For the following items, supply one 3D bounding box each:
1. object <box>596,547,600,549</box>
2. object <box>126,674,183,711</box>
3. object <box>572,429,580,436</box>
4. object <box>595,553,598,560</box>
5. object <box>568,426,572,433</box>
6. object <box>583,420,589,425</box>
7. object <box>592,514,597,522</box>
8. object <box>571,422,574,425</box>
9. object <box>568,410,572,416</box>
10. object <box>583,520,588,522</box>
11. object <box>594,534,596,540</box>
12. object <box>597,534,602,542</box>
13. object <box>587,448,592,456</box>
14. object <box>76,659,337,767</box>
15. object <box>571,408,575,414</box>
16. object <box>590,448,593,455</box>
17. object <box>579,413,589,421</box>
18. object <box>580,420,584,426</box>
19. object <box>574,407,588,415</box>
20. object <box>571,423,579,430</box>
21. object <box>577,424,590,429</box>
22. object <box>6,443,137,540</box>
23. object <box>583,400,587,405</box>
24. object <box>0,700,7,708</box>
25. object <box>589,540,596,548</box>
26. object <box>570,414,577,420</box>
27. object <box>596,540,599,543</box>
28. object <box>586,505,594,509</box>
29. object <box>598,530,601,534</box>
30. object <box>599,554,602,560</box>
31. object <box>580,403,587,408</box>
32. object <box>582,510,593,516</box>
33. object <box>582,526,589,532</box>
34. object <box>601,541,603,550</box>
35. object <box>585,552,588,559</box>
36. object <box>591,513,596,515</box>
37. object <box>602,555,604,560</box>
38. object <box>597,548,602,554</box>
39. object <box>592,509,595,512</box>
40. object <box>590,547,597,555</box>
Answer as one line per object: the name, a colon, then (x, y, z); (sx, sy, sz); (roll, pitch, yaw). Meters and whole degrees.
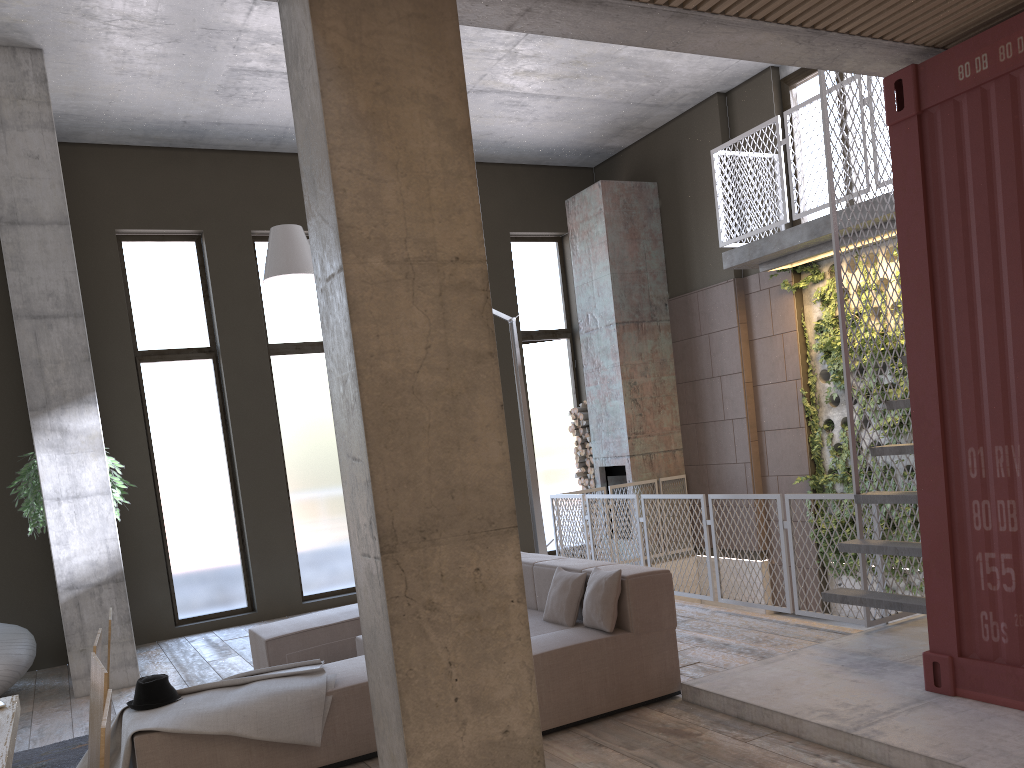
object: (1.285, 2.157, 11.573); (0.360, 0.087, 0.101); (-5, -1, -28)
object: (-1.922, 1.652, 4.725); (0.295, 0.170, 0.304); (-5, -2, -40)
object: (1.015, 0.616, 11.454); (0.475, 0.084, 0.094); (-5, -1, -28)
object: (1.280, 2.241, 11.533); (0.475, 0.084, 0.094); (-5, -1, -28)
object: (0.951, 0.577, 11.555); (0.434, 0.093, 0.092); (-5, 0, -28)
object: (1.109, 0.478, 11.262); (0.419, 0.068, 0.066); (-5, 0, -28)
object: (1.186, 1.718, 11.414); (0.291, 0.108, 0.099); (-5, 0, -28)
object: (0.970, 0.505, 11.535); (0.421, 0.087, 0.066); (-5, 0, -30)
object: (0.931, 0.367, 11.534); (0.419, 0.069, 0.067); (-5, 0, -28)
object: (1.138, 1.761, 11.620); (0.452, 0.090, 0.091); (-5, 0, -25)
object: (1.240, 1.966, 11.492); (0.451, 0.090, 0.091); (-5, -1, -29)
object: (1.232, 1.966, 11.321); (0.290, 0.103, 0.101); (-5, 0, -29)
object: (1.177, 0.857, 11.354); (0.451, 0.090, 0.091); (-5, -1, -28)
object: (-1.735, 1.905, 4.811); (1.592, 0.506, 1.045); (-6, -2, -9)
object: (0.984, 0.342, 11.490); (0.451, 0.091, 0.091); (-5, -1, -29)
object: (1.213, 0.840, 11.274); (0.433, 0.093, 0.092); (-5, 0, -28)
object: (1.075, 0.404, 11.289); (0.434, 0.094, 0.094); (-5, 0, -28)
object: (1.072, 0.488, 11.334); (0.419, 0.067, 0.067); (-5, -1, -28)
object: (0.953, 0.344, 11.371); (0.289, 0.104, 0.104); (-5, 0, -28)
object: (0.985, 0.543, 11.474); (0.451, 0.090, 0.091); (-5, -1, -28)
object: (1.058, 0.534, 11.400); (0.431, 0.080, 0.115); (-5, -2, -28)
object: (-3.891, 1.333, 7.775); (1.005, 1.878, 0.955); (-5, 3, 28)
object: (1.085, 0.227, 11.312); (0.329, 0.056, 0.088); (-5, -2, -28)
object: (-2.009, 1.219, 3.280); (0.183, 0.014, 0.186); (-3, -5, -41)
object: (1.161, 2.087, 11.569); (0.292, 0.108, 0.099); (-5, 0, -27)
object: (0.978, 0.414, 11.439); (0.431, 0.080, 0.113); (-5, -2, -28)
object: (1.279, 2.015, 11.440); (0.361, 0.068, 0.122); (-5, -2, -26)
object: (1.182, 1.593, 11.485); (0.431, 0.080, 0.115); (-5, -2, -28)
object: (1.226, 1.890, 11.308); (0.248, 0.048, 0.063); (-5, -1, -28)
object: (1.336, 2.229, 11.467); (0.451, 0.090, 0.091); (-5, -1, -28)
object: (1.038, 0.274, 11.358); (0.356, 0.074, 0.065); (-5, 0, -29)
object: (1.138, 1.675, 11.539); (0.475, 0.084, 0.094); (-5, -1, -28)
object: (1.103, 1.891, 11.576); (0.419, 0.073, 0.071); (-5, 0, -26)
object: (1.316, 2.062, 11.342); (0.361, 0.126, 0.064); (-5, 2, -26)
object: (1.146, 2.249, 11.712); (0.361, 0.126, 0.064); (-5, 2, -29)
object: (1.201, 1.685, 11.495); (0.356, 0.075, 0.064); (-5, 0, -26)
object: (1.372, 2.212, 11.388); (0.433, 0.093, 0.092); (-5, 0, -28)
object: (1.324, 2.159, 11.479); (0.431, 0.080, 0.115); (-5, -2, -28)
object: (1.202, 1.640, 11.426); (0.330, 0.057, 0.089); (-5, -2, -27)
object: (1.228, 2.183, 11.631); (0.433, 0.094, 0.093); (-5, 0, -28)
